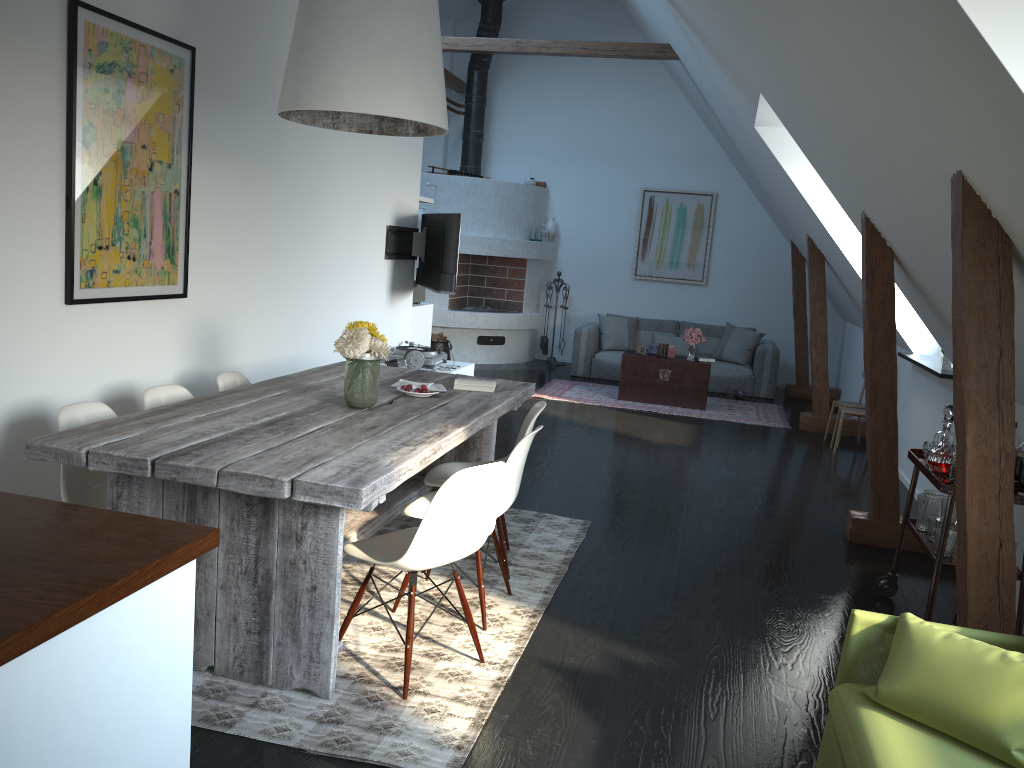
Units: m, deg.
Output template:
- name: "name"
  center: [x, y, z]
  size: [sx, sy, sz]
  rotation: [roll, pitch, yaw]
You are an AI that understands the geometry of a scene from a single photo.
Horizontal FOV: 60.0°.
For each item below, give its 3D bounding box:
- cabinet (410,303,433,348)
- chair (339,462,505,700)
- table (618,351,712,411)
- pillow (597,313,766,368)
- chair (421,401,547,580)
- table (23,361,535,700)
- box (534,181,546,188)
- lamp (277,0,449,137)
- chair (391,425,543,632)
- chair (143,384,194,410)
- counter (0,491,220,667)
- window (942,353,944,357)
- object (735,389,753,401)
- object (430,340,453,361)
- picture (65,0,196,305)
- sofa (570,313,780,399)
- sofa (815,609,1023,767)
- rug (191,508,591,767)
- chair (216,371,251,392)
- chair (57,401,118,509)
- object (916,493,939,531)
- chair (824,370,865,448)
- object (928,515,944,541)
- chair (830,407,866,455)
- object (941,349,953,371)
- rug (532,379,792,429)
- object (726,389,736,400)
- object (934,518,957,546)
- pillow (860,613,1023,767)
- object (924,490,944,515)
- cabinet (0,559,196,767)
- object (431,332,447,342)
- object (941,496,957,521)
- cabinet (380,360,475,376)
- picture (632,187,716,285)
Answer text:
- name: "cabinet"
  center: [-1.256, -0.298, 8.091]
  size: [0.869, 0.921, 0.638]
  rotation: [7, 9, 13]
- name: "chair"
  center: [-0.316, 0.613, 3.121]
  size: [0.542, 0.801, 0.465]
  rotation: [12, 11, 38]
- name: "table"
  center: [1.630, -0.046, 9.446]
  size: [0.962, 0.492, 0.471]
  rotation: [7, 9, 13]
- name: "pillow"
  center: [2.054, -0.560, 10.954]
  size: [2.075, 0.515, 0.444]
  rotation: [7, 9, 13]
- name: "chair"
  center: [-0.142, 0.460, 4.197]
  size: [0.542, 0.801, 0.465]
  rotation: [5, 9, -1]
- name: "table"
  center: [-0.734, 0.466, 3.880]
  size: [1.141, 0.788, 2.421]
  rotation: [7, 9, 13]
- name: "box"
  center: [0.333, -2.667, 11.866]
  size: [0.229, 0.078, 0.127]
  rotation: [7, 9, 13]
- name: "lamp"
  center: [-0.517, -2.451, 3.416]
  size: [0.757, 2.813, 0.697]
  rotation: [0, 10, -27]
- name: "chair"
  center: [-0.177, 0.538, 3.677]
  size: [0.542, 0.801, 0.465]
  rotation: [7, 9, 14]
- name: "chair"
  center: [-1.281, 0.434, 3.743]
  size: [0.542, 0.801, 0.465]
  rotation: [8, 9, 19]
- name: "counter"
  center: [-0.933, 0.501, 0.258]
  size: [3.365, 0.038, 3.085]
  rotation: [7, 9, 13]
- name: "window"
  center: [0.085, -2.316, 4.743]
  size: [5.959, 4.249, 8.018]
  rotation: [7, 9, 13]
- name: "object"
  center: [2.678, 0.129, 10.210]
  size: [0.101, 0.090, 0.277]
  rotation: [0, 10, -30]
- name: "object"
  center: [-0.933, -0.387, 10.874]
  size: [0.384, 0.313, 0.384]
  rotation: [12, 11, 39]
- name: "picture"
  center: [-1.650, -0.954, 3.886]
  size: [0.036, 1.181, 0.808]
  rotation: [7, 9, 13]
- name: "sofa"
  center: [2.043, -0.401, 11.079]
  size: [2.458, 0.770, 1.107]
  rotation: [7, 9, 13]
- name: "sofa"
  center: [1.095, 0.989, 1.396]
  size: [0.898, 0.825, 2.093]
  rotation: [7, 9, 12]
- name: "rug"
  center: [-0.774, 0.842, 3.960]
  size: [1.898, 0.022, 2.677]
  rotation: [7, 9, 13]
- name: "chair"
  center: [-1.144, 0.366, 4.257]
  size: [0.542, 0.801, 0.465]
  rotation: [6, 9, 9]
- name: "chair"
  center: [-1.394, 0.496, 3.287]
  size: [0.542, 0.801, 0.465]
  rotation: [7, 9, 14]
- name: "object"
  center: [1.868, 0.581, 4.004]
  size: [0.087, 0.155, 0.087]
  rotation: [3, 9, -14]
- name: "chair"
  center: [3.046, 0.210, 7.901]
  size: [0.342, 0.696, 0.329]
  rotation: [4, 9, -4]
- name: "object"
  center: [1.854, 0.631, 3.858]
  size: [0.092, 0.099, 0.092]
  rotation: [3, 9, -9]
- name: "chair"
  center: [2.932, 0.260, 7.517]
  size: [0.342, 0.696, 0.329]
  rotation: [7, 9, 14]
- name: "object"
  center: [2.833, -0.323, 5.762]
  size: [0.309, 0.461, 0.131]
  rotation: [10, 10, 31]
- name: "rug"
  center: [1.587, 0.184, 9.510]
  size: [2.647, 0.029, 1.512]
  rotation: [7, 9, 13]
- name: "object"
  center: [2.518, 0.115, 10.212]
  size: [0.101, 0.090, 0.277]
  rotation: [5, 9, 1]
- name: "object"
  center: [1.835, 0.635, 3.752]
  size: [0.095, 0.119, 0.095]
  rotation: [1, 10, -25]
- name: "pillow"
  center: [1.195, 0.686, 2.128]
  size: [0.600, 0.387, 0.475]
  rotation: [6, 9, 10]
- name: "object"
  center: [1.930, 0.575, 4.081]
  size: [0.087, 0.155, 0.087]
  rotation: [3, 9, -14]
- name: "cabinet"
  center: [-1.333, 0.179, 0.287]
  size: [4.208, 2.369, 3.033]
  rotation: [7, 9, 13]
- name: "object"
  center: [-0.943, -0.467, 10.847]
  size: [0.240, 0.370, 0.270]
  rotation: [7, 9, 12]
- name: "object"
  center: [1.971, 0.592, 3.994]
  size: [0.087, 0.155, 0.087]
  rotation: [3, 9, -14]
- name: "cabinet"
  center: [-0.744, 0.111, 7.087]
  size: [0.623, 0.507, 1.069]
  rotation: [7, 9, 13]
- name: "picture"
  center: [2.113, -1.937, 11.602]
  size: [0.965, 1.185, 0.025]
  rotation: [7, 9, 13]
